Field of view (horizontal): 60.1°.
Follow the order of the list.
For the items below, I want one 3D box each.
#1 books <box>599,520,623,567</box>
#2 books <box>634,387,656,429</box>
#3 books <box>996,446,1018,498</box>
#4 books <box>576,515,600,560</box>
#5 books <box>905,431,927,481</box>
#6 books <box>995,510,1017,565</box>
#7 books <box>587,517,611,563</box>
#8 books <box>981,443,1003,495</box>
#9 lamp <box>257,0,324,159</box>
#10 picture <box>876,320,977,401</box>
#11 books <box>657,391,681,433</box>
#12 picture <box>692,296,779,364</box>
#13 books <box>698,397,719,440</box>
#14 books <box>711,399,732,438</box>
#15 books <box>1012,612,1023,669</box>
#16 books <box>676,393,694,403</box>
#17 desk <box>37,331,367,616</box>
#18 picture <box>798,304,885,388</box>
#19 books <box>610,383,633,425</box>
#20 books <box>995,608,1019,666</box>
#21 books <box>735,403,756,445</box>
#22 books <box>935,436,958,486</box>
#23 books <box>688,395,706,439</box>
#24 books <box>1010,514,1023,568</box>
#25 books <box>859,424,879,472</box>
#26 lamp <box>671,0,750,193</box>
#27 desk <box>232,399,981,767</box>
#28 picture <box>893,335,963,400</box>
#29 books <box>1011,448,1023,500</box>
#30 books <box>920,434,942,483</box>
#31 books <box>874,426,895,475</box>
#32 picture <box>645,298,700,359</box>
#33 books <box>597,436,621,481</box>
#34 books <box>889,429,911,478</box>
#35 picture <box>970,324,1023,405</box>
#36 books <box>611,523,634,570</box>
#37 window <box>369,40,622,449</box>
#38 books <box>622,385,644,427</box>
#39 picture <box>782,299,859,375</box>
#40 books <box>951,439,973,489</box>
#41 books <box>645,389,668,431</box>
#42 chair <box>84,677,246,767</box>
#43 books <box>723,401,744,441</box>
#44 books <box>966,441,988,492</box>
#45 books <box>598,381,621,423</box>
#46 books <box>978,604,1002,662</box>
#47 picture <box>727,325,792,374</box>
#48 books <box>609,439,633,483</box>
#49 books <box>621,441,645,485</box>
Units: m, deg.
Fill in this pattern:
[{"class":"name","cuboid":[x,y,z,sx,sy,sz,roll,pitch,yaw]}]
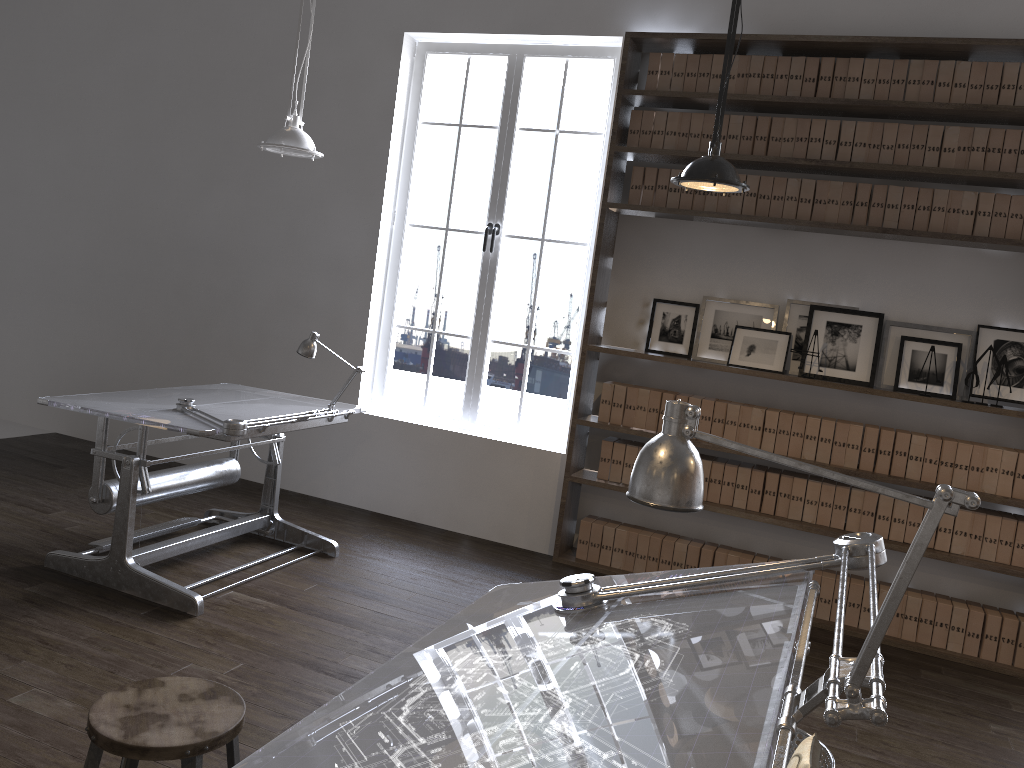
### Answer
[{"class":"books","cuboid":[0.568,0.916,5.099,0.067,0.225,0.175,9,4,21]},{"class":"books","cuboid":[0.755,0.136,5.026,0.067,0.225,0.175,9,4,21]},{"class":"books","cuboid":[2.425,0.431,4.362,0.067,0.225,0.175,9,4,21]},{"class":"books","cuboid":[0.441,0.893,5.156,0.067,0.225,0.174,9,4,21]},{"class":"books","cuboid":[2.052,0.365,4.510,0.067,0.225,0.174,9,4,21]},{"class":"books","cuboid":[2.424,0.756,4.368,0.067,0.225,0.175,9,4,21]},{"class":"books","cuboid":[0.505,0.904,5.128,0.067,0.225,0.175,9,4,21]},{"class":"books","cuboid":[2.365,0.420,4.388,0.067,0.225,0.175,9,4,21]},{"class":"lamp","cuboid":[-0.919,-2.225,4.205,0.313,2.246,0.311,8,3,1]},{"class":"picture","cuboid":[2.130,-0.122,4.559,0.435,0.360,0.095,10,4,21]},{"class":"books","cuboid":[0.882,0.159,4.972,0.067,0.225,0.175,9,4,21]},{"class":"picture","cuboid":[1.238,-0.283,4.910,0.416,0.364,0.083,10,4,21]},{"class":"books","cuboid":[1.084,0.194,4.898,0.067,0.225,0.174,9,4,21]},{"class":"books","cuboid":[1.149,0.205,4.872,0.067,0.225,0.175,9,4,21]},{"class":"books","cuboid":[2.500,1.256,4.337,0.067,0.225,0.175,9,4,21]},{"class":"books","cuboid":[0.953,0.171,4.950,0.067,0.225,0.175,9,4,21]},{"class":"desk","cuboid":[-1.325,0.295,4.235,1.174,1.185,1.270,9,5,21]},{"class":"picture","cuboid":[1.733,-0.204,4.662,0.374,0.390,0.149,9,4,21]},{"class":"books","cuboid":[0.629,0.114,5.071,0.067,0.225,0.175,9,4,21]},{"class":"books","cuboid":[2.432,1.244,4.367,0.067,0.225,0.175,9,4,21]},{"class":"books","cuboid":[1.272,0.227,4.822,0.067,0.225,0.175,9,4,21]},{"class":"books","cuboid":[2.184,0.388,4.462,0.067,0.225,0.175,9,4,21]},{"class":"books","cuboid":[1.017,0.183,4.920,0.067,0.225,0.174,9,4,21]},{"class":"books","cuboid":[2.490,0.767,4.342,0.067,0.225,0.174,9,4,21]},{"class":"books","cuboid":[1.852,0.329,4.594,0.067,0.225,0.175,9,4,21]},{"class":"lamp","cuboid":[0.938,-1.898,3.475,0.313,2.246,0.311,8,3,1]},{"class":"desk","cuboid":[0.120,0.673,1.605,1.079,1.382,2.282,9,6,21]},{"class":"picture","cuboid":[2.121,-0.084,4.518,0.290,0.289,0.127,9,4,21]},{"class":"books","cuboid":[2.491,0.442,4.340,0.067,0.225,0.175,9,4,21]},{"class":"books","cuboid":[2.119,0.377,4.488,0.067,0.225,0.174,9,4,21]},{"class":"books","cuboid":[1.918,0.342,4.562,0.067,0.225,0.175,9,4,21]},{"class":"picture","cuboid":[0.915,-0.317,5.058,0.267,0.314,0.058,9,4,21]},{"class":"books","cuboid":[0.558,0.427,5.100,0.067,0.225,0.175,9,4,21]},{"class":"books","cuboid":[1.989,0.354,4.540,0.067,0.225,0.175,9,4,21]},{"class":"picture","cuboid":[2.478,-0.093,4.390,0.344,0.363,0.161,9,4,21]},{"class":"books","cuboid":[0.635,0.927,5.075,0.067,0.225,0.175,9,4,21]},{"class":"window","cuboid":[-0.114,-0.874,5.464,1.487,2.490,0.153,9,4,21]},{"class":"books","cuboid":[0.695,0.126,5.045,0.067,0.225,0.175,9,4,21]},{"class":"picture","cuboid":[1.638,-0.234,4.756,0.370,0.405,0.091,9,4,21]},{"class":"books","cuboid":[2.244,0.399,4.432,0.067,0.225,0.175,9,4,21]},{"class":"books","cuboid":[0.816,0.147,5.004,0.067,0.225,0.175,9,4,21]},{"class":"chair","cuboid":[-0.772,0.960,1.922,0.371,0.526,0.359,8,4,0]},{"class":"books","cuboid":[1.209,0.217,4.842,0.067,0.225,0.175,9,4,21]},{"class":"books","cuboid":[2.307,0.410,4.412,0.067,0.225,0.175,9,4,21]},{"class":"books","cuboid":[0.563,0.102,5.101,0.067,0.225,0.174,9,4,21]},{"class":"books","cuboid":[2.361,1.232,4.389,0.067,0.225,0.175,9,4,21]},{"class":"picture","cuboid":[1.337,-0.186,4.790,0.300,0.228,0.144,10,4,21]},{"class":"books","cuboid":[0.624,0.439,5.074,0.067,0.225,0.175,9,4,21]},{"class":"books","cuboid":[0.692,0.451,5.051,0.067,0.225,0.174,9,4,21]}]
